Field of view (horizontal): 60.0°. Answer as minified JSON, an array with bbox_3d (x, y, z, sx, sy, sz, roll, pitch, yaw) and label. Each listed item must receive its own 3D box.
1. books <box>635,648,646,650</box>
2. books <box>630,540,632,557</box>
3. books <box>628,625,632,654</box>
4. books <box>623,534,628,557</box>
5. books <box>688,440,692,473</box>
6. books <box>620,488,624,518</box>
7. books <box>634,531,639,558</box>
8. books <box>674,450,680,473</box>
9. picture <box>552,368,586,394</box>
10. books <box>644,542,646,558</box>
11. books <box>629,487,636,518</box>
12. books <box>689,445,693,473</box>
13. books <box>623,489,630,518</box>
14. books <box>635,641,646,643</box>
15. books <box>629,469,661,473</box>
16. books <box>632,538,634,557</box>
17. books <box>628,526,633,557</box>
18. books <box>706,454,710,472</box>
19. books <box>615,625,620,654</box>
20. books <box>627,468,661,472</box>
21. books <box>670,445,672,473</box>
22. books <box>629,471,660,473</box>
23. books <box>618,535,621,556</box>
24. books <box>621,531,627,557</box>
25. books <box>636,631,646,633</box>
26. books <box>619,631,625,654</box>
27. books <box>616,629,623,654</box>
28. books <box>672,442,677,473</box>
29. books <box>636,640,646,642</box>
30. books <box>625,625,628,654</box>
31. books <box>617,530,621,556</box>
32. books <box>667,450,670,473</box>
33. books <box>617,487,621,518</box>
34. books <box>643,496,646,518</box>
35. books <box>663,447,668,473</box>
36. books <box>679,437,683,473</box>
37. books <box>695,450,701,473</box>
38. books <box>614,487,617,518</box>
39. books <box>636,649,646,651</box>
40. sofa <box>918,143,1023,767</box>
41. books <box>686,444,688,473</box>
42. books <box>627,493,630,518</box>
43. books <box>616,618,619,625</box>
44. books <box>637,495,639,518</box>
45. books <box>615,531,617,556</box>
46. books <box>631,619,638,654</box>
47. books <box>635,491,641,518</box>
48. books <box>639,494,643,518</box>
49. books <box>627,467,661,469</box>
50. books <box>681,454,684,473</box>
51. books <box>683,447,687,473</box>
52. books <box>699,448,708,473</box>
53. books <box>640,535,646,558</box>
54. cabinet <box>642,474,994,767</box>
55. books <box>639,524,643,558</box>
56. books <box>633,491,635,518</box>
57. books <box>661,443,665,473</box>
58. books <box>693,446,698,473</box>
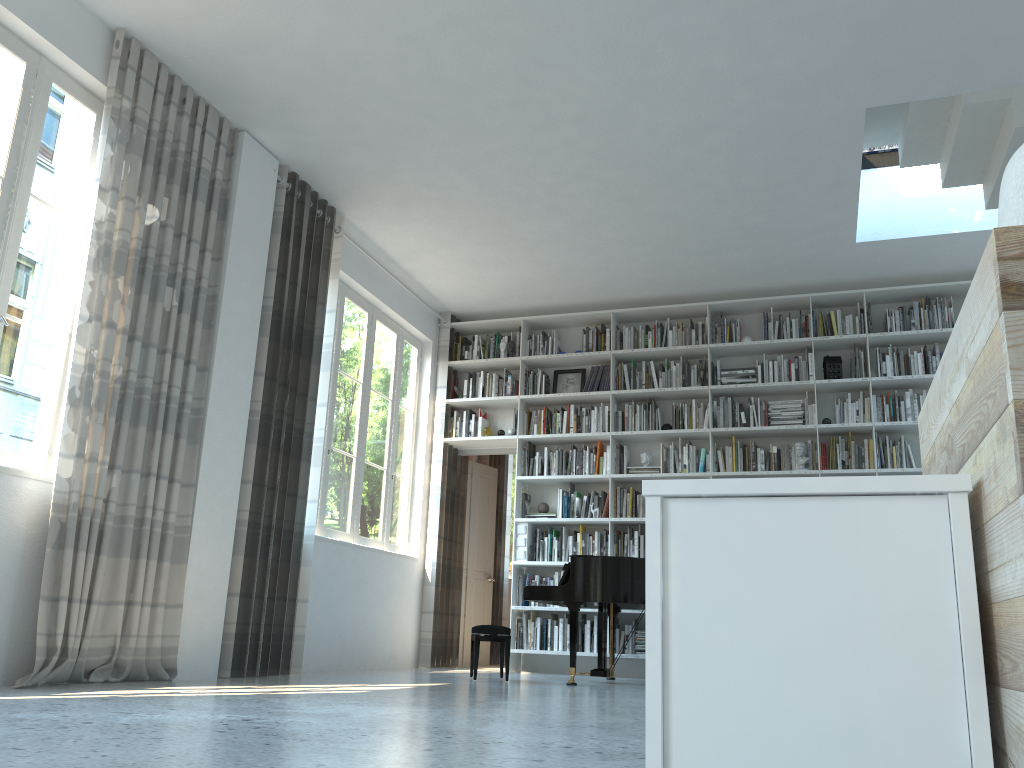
[{"bbox_3d":[1.160,2.162,7.218,0.285,0.007,0.160,-5,-17,23],"label":"books"},{"bbox_3d":[1.019,1.425,7.481,0.024,0.195,0.157,-3,-16,19],"label":"books"},{"bbox_3d":[0.984,2.108,7.307,0.027,0.226,0.139,-3,-16,19],"label":"books"},{"bbox_3d":[0.975,1.402,7.500,0.042,0.247,0.163,-3,-16,19],"label":"books"},{"bbox_3d":[1.513,0.642,7.523,0.011,0.300,0.179,-3,-16,19],"label":"books"},{"bbox_3d":[0.955,1.042,7.621,0.026,0.274,0.155,-3,-16,19],"label":"books"},{"bbox_3d":[1.063,1.386,7.469,0.027,0.268,0.185,-3,-16,19],"label":"books"},{"bbox_3d":[1.417,0.688,7.559,0.048,0.224,0.150,-3,-16,19],"label":"books"},{"bbox_3d":[0.522,0.004,8.127,0.300,0.299,0.078,-3,-16,19],"label":"picture"},{"bbox_3d":[1.140,1.353,7.452,0.050,0.327,0.167,-3,-16,19],"label":"books"},{"bbox_3d":[1.030,1.031,7.570,0.026,0.273,0.190,-3,-16,19],"label":"books"},{"bbox_3d":[1.528,0.661,7.513,0.023,0.259,0.171,-3,-16,19],"label":"books"},{"bbox_3d":[0.982,1.044,7.603,0.036,0.262,0.167,-3,-16,19],"label":"books"},{"bbox_3d":[1.165,2.111,7.242,0.285,0.007,0.160,-4,-17,20],"label":"books"},{"bbox_3d":[1.145,0.757,7.632,0.254,0.012,0.161,-2,-16,16],"label":"books"},{"bbox_3d":[1.040,1.414,7.472,0.021,0.214,0.172,-3,-16,19],"label":"books"},{"bbox_3d":[1.002,1.369,7.498,0.014,0.312,0.166,-3,-16,19],"label":"books"},{"bbox_3d":[1.658,0.696,7.473,0.027,0.180,0.142,-3,-16,19],"label":"books"},{"bbox_3d":[0.873,2.114,7.351,0.012,0.230,0.138,-3,-16,19],"label":"books"},{"bbox_3d":[1.146,0.746,7.637,0.285,0.012,0.160,-4,-17,21],"label":"books"},{"bbox_3d":[1.372,0.669,7.576,0.022,0.266,0.151,-3,-16,19],"label":"books"},{"bbox_3d":[1.143,0.768,7.625,0.254,0.012,0.161,-2,-16,14],"label":"books"},{"bbox_3d":[0.929,1.409,7.514,0.030,0.238,0.157,-3,-16,19],"label":"books"},{"bbox_3d":[0.947,1.389,7.504,0.012,0.271,0.181,-3,-16,19],"label":"books"},{"bbox_3d":[1.169,2.037,7.264,0.285,0.005,0.160,-3,-17,19],"label":"books"},{"bbox_3d":[0.922,2.131,7.316,0.053,0.183,0.148,-3,-16,19],"label":"books"},{"bbox_3d":[0.888,2.128,7.337,0.025,0.197,0.160,-3,-16,19],"label":"books"},{"bbox_3d":[1.385,0.656,7.562,0.012,0.285,0.168,-3,-16,19],"label":"books"},{"bbox_3d":[1.166,2.105,7.246,0.285,0.007,0.160,-3,-17,19],"label":"books"},{"bbox_3d":[0.958,2.105,7.308,0.023,0.231,0.164,-3,-16,19],"label":"books"},{"bbox_3d":[0.911,1.389,7.529,0.013,0.282,0.147,-3,-16,19],"label":"books"},{"bbox_3d":[1.354,0.694,7.592,0.024,0.226,0.138,-3,-16,19],"label":"books"},{"bbox_3d":[0.930,1.037,7.626,0.025,0.283,0.146,-3,-16,19],"label":"books"},{"bbox_3d":[1.141,1.037,7.560,0.028,0.265,0.145,-3,-16,19],"label":"books"},{"bbox_3d":[1.320,0.677,7.577,0.030,0.246,0.174,-3,-16,19],"label":"books"},{"bbox_3d":[1.444,0.634,7.556,0.010,0.328,0.174,-3,-16,19],"label":"books"},{"bbox_3d":[1.578,0.684,7.511,0.026,0.218,0.150,-3,-16,19],"label":"books"},{"bbox_3d":[0.904,1.041,7.644,0.012,0.284,0.160,-3,-16,19],"label":"books"},{"bbox_3d":[1.159,2.169,7.219,0.285,0.007,0.160,-2,-16,15],"label":"books"},{"bbox_3d":[1.646,0.164,0.855,2.195,0.851,0.874,-3,-16,19],"label":"sofa"},{"bbox_3d":[1.498,0.657,7.514,0.012,0.264,0.193,-3,-16,19],"label":"books"},{"bbox_3d":[1.011,1.060,7.591,0.025,0.227,0.153,-3,-16,19],"label":"books"},{"bbox_3d":[0.862,2.088,7.359,0.012,0.284,0.160,-3,-16,19],"label":"books"},{"bbox_3d":[1.091,1.064,7.557,0.011,0.207,0.180,-3,-16,19],"label":"books"},{"bbox_3d":[0.901,1.396,7.541,0.013,0.275,0.147,-3,-16,19],"label":"books"},{"bbox_3d":[1.011,2.080,7.306,0.027,0.281,0.129,-3,-16,19],"label":"books"},{"bbox_3d":[1.080,1.051,7.587,0.028,0.247,0.143,-3,-16,19],"label":"books"},{"bbox_3d":[1.108,1.058,7.549,0.028,0.215,0.175,-3,-16,19],"label":"books"},{"bbox_3d":[1.145,0.733,7.636,0.285,0.012,0.160,-2,-16,15],"label":"books"},{"bbox_3d":[1.462,0.704,7.545,0.025,0.188,0.140,-3,-16,19],"label":"books"},{"bbox_3d":[1.483,0.670,7.527,0.028,0.246,0.170,-3,-16,19],"label":"books"},{"bbox_3d":[1.612,0.671,7.477,0.060,0.227,0.179,-3,-16,19],"label":"books"},{"bbox_3d":[1.106,1.402,7.468,0.029,0.240,0.136,-3,-16,19],"label":"books"},{"bbox_3d":[0.418,0.415,1.242,0.380,0.485,0.504,-3,-16,19],"label":"cabinet"},{"bbox_3d":[1.091,1.358,7.495,0.013,0.338,0.138,-3,-16,19],"label":"books"},{"bbox_3d":[1.055,1.050,7.578,0.014,0.243,0.153,-3,-16,19],"label":"books"},{"bbox_3d":[1.293,0.662,7.597,0.012,0.284,0.160,-3,-16,19],"label":"books"},{"bbox_3d":[1.556,0.667,7.523,0.022,0.255,0.152,-3,-16,19],"label":"books"}]
